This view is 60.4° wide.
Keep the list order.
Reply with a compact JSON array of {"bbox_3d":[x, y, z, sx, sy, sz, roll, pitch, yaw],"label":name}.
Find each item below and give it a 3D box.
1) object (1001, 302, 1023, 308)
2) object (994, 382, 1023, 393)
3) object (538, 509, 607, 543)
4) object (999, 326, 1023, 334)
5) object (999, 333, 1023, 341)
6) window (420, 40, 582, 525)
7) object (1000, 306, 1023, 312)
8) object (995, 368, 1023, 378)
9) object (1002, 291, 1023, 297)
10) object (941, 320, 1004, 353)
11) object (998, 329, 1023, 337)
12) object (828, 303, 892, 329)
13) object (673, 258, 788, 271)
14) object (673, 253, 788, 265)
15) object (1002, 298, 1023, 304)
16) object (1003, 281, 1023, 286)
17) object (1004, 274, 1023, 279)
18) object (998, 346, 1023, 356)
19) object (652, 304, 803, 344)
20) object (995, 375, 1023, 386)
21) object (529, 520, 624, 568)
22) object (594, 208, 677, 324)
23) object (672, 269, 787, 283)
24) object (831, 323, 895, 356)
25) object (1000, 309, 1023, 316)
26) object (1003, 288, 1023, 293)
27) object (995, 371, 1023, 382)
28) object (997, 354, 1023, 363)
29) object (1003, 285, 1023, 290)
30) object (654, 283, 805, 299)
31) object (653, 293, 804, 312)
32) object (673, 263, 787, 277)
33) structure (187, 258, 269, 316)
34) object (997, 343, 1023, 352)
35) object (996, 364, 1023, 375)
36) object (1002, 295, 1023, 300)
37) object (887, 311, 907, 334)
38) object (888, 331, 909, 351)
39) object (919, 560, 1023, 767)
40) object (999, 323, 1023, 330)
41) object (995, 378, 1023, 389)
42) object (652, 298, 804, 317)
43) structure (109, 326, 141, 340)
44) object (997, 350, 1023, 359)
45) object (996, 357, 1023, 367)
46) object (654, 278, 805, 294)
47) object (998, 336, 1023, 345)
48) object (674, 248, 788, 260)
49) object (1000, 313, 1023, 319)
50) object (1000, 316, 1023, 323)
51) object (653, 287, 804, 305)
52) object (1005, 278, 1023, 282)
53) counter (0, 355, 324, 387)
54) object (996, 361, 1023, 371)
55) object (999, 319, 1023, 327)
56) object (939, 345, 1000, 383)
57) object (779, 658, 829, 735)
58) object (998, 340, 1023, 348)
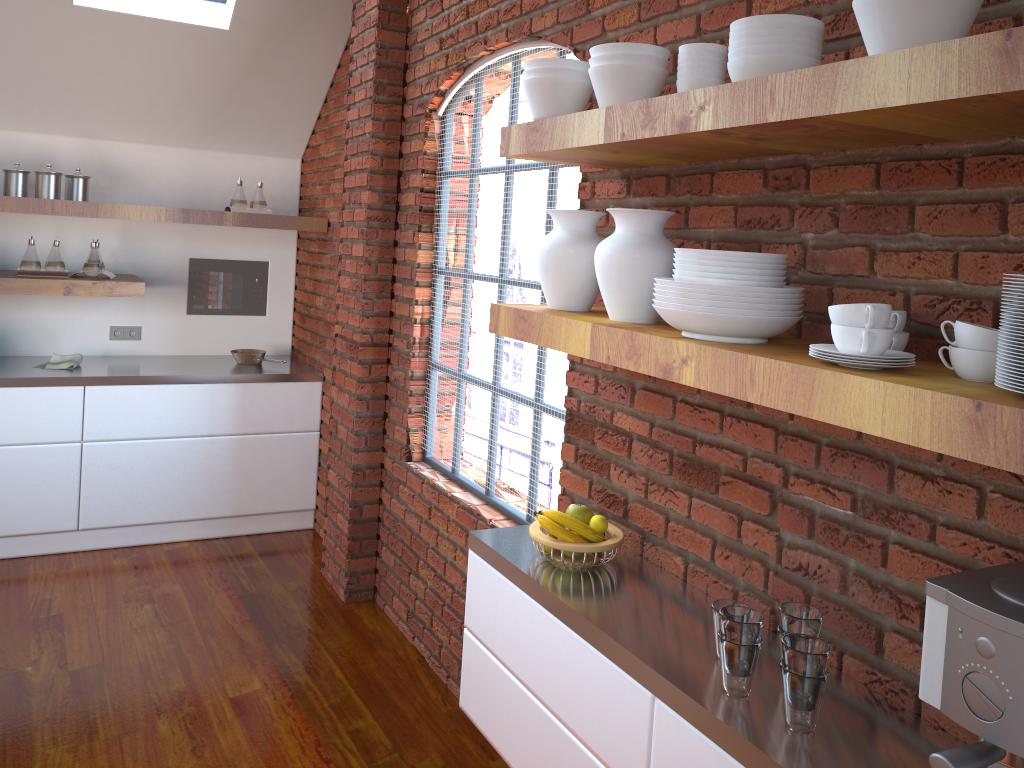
[{"bbox_3d":[0.725,-0.087,1.106,0.194,0.014,0.197,2,9,-11],"label":"object"},{"bbox_3d":[0.719,0.018,1.110,0.194,0.014,0.197,2,9,-11],"label":"object"},{"bbox_3d":[0.149,0.351,2.134,0.184,0.084,0.067,5,5,10],"label":"object"},{"bbox_3d":[0.723,-0.055,1.107,0.194,0.014,0.197,2,9,-11],"label":"object"},{"bbox_3d":[0.723,-0.046,1.107,0.194,0.014,0.197,2,9,-11],"label":"object"},{"bbox_3d":[3.498,0.350,1.307,3.625,9.846,17.606,1,7,-38],"label":"window"},{"bbox_3d":[0.725,-0.083,1.106,0.194,0.014,0.197,2,9,-11],"label":"object"},{"bbox_3d":[0.720,0.000,1.109,0.194,0.014,0.197,2,9,-11],"label":"object"},{"bbox_3d":[0.726,-0.102,1.106,0.194,0.014,0.197,2,9,-11],"label":"object"},{"bbox_3d":[0.696,-0.060,1.289,0.092,0.058,0.101,3,7,-5],"label":"object"},{"bbox_3d":[0.723,-0.051,1.107,0.194,0.014,0.197,2,9,-11],"label":"object"},{"bbox_3d":[0.538,-0.099,1.369,0.100,0.058,0.093,-4,10,-44],"label":"object"},{"bbox_3d":[0.416,-0.208,1.691,0.214,0.055,0.216,-3,11,-36],"label":"object"},{"bbox_3d":[0.417,-0.217,1.691,0.214,0.055,0.216,-3,11,-36],"label":"object"},{"bbox_3d":[0.725,-0.092,1.106,0.194,0.014,0.197,2,9,-11],"label":"object"},{"bbox_3d":[0.727,-0.115,1.105,0.194,0.014,0.197,2,9,-11],"label":"object"},{"bbox_3d":[0.727,-0.125,1.105,0.194,0.014,0.197,2,9,-11],"label":"object"},{"bbox_3d":[0.721,-0.028,1.108,0.194,0.014,0.197,2,9,-11],"label":"object"},{"bbox_3d":[0.410,-0.116,1.694,0.282,0.055,0.284,-5,12,-44],"label":"object"},{"bbox_3d":[0.719,0.009,1.109,0.194,0.014,0.197,2,9,-11],"label":"object"},{"bbox_3d":[0.158,0.398,2.182,0.236,0.070,0.237,6,9,19],"label":"object"},{"bbox_3d":[0.281,-0.264,1.974,0.193,0.248,0.193,7,6,34],"label":"object"},{"bbox_3d":[0.415,-0.186,1.692,0.214,0.055,0.216,-3,11,-36],"label":"object"},{"bbox_3d":[0.540,-0.067,1.366,0.099,0.046,0.093,-2,9,-33],"label":"object"},{"bbox_3d":[0.725,-0.078,1.106,0.194,0.014,0.197,2,9,-11],"label":"object"},{"bbox_3d":[0.726,-0.107,1.105,0.194,0.014,0.197,2,9,-11],"label":"object"},{"bbox_3d":[0.719,0.004,1.109,0.194,0.014,0.197,2,9,-11],"label":"object"},{"bbox_3d":[0.721,-0.019,1.108,0.194,0.014,0.197,2,9,-11],"label":"object"},{"bbox_3d":[0.727,-0.111,1.105,0.194,0.014,0.197,2,9,-11],"label":"object"},{"bbox_3d":[0.413,-0.157,1.693,0.282,0.055,0.284,-5,12,-44],"label":"object"},{"bbox_3d":[0.412,-0.137,1.693,0.282,0.055,0.284,-5,12,-44],"label":"object"},{"bbox_3d":[0.416,-0.198,1.691,0.214,0.055,0.216,-3,11,-36],"label":"object"},{"bbox_3d":[-1.684,-0.573,5.237,0.456,0.333,0.013,0,3,-28],"label":"structure"},{"bbox_3d":[0.722,-0.033,1.108,0.194,0.014,0.197,2,9,-11],"label":"object"},{"bbox_3d":[0.720,-0.005,1.109,0.194,0.014,0.197,2,9,-11],"label":"object"},{"bbox_3d":[0.726,-0.097,1.106,0.194,0.014,0.197,2,9,-11],"label":"object"},{"bbox_3d":[0.632,-0.102,1.526,0.092,0.058,0.100,8,8,30],"label":"object"},{"bbox_3d":[0.636,-0.069,1.525,0.093,0.046,0.099,10,10,41],"label":"object"},{"bbox_3d":[0.704,0.452,1.115,0.378,0.368,0.273,1,5,-28],"label":"object"},{"bbox_3d":[0.723,-0.060,1.107,0.194,0.014,0.197,2,9,-11],"label":"object"},{"bbox_3d":[0.719,0.013,1.109,0.194,0.014,0.197,2,9,-11],"label":"object"},{"bbox_3d":[0.411,-0.126,1.694,0.282,0.055,0.284,-5,12,-44],"label":"object"},{"bbox_3d":[-2.194,-0.289,4.989,0.160,0.080,0.033,-1,5,-28],"label":"structure"},{"bbox_3d":[0.721,-0.024,1.108,0.194,0.014,0.197,2,9,-11],"label":"object"},{"bbox_3d":[0.721,-0.014,1.109,0.194,0.014,0.197,2,9,-11],"label":"object"},{"bbox_3d":[0.414,-0.167,1.692,0.282,0.055,0.284,-5,12,-44],"label":"object"},{"bbox_3d":[0.722,-0.042,1.108,0.194,0.014,0.197,2,9,-11],"label":"object"},{"bbox_3d":[0.417,-0.227,1.690,0.214,0.055,0.216,-3,11,-36],"label":"object"},{"bbox_3d":[0.724,-0.073,1.107,0.194,0.014,0.197,2,9,-11],"label":"object"},{"bbox_3d":[0.724,-0.069,1.107,0.194,0.014,0.197,2,9,-11],"label":"object"},{"bbox_3d":[0.412,-0.148,1.693,0.282,0.055,0.284,-5,12,-44],"label":"object"},{"bbox_3d":[0.727,-0.120,1.105,0.194,0.014,0.197,2,9,-11],"label":"object"},{"bbox_3d":[-2.070,-0.078,4.651,1.981,0.044,0.723,-1,10,-28],"label":"counter"},{"bbox_3d":[0.720,-0.009,1.109,0.194,0.014,0.197,2,9,-11],"label":"object"},{"bbox_3d":[0.724,-0.064,1.107,0.194,0.014,0.197,2,9,-11],"label":"object"},{"bbox_3d":[0.688,-0.029,1.288,0.092,0.046,0.100,4,8,6],"label":"object"},{"bbox_3d":[0.478,0.517,1.453,0.077,0.103,0.079,2,5,-16],"label":"object"},{"bbox_3d":[0.722,-0.037,1.108,0.194,0.014,0.197,2,9,-11],"label":"object"}]
